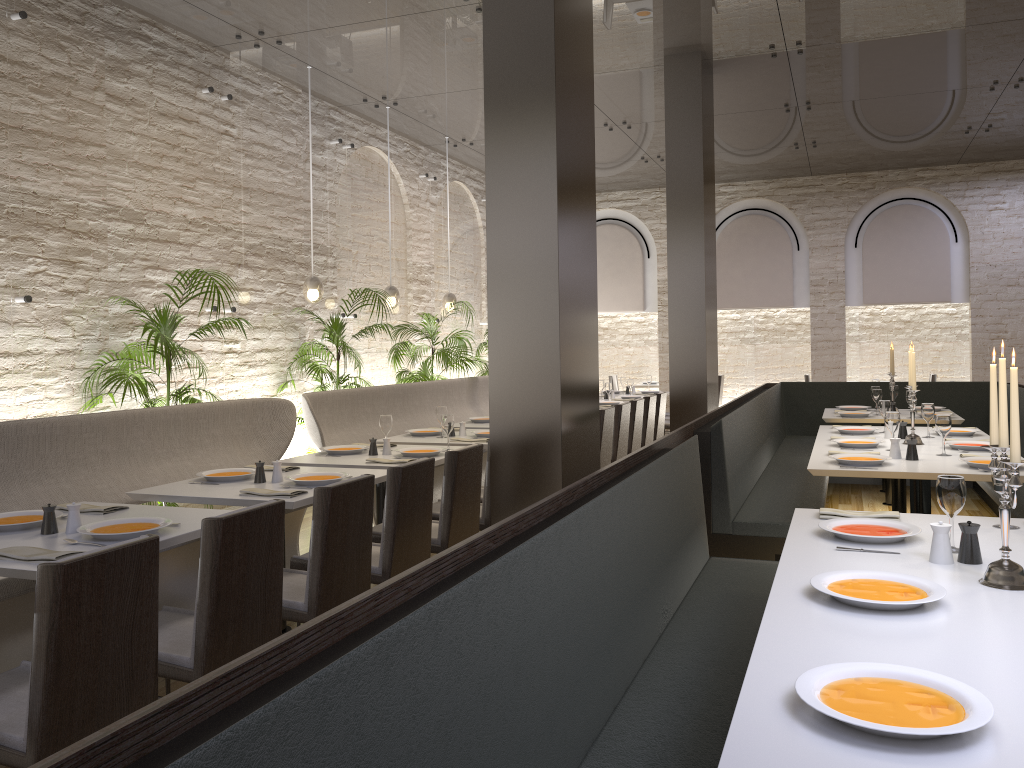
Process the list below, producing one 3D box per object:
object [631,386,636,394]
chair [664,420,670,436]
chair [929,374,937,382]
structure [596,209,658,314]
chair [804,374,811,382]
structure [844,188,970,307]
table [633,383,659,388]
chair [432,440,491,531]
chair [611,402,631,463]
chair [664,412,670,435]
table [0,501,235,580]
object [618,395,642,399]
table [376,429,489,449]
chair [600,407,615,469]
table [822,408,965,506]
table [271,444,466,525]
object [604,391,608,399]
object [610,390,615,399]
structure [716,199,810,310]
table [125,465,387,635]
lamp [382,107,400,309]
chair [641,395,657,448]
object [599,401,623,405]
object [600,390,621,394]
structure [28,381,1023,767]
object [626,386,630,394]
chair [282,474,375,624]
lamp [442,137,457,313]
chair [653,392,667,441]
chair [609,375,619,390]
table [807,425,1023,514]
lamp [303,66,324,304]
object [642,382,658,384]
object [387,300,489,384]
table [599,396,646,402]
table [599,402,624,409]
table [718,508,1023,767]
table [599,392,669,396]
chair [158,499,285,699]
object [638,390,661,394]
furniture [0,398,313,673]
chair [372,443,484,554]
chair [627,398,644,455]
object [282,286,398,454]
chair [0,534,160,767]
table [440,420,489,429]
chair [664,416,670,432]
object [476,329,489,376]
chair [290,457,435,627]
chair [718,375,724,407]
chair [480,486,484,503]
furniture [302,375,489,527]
[{"bbox_3d":[1.636,0.075,11.921,0.059,0.109,0.059,-1,1,-34],"label":"object"},{"bbox_3d":[1.854,0.481,10.788,0.565,0.906,0.412,-1,0,21],"label":"chair"},{"bbox_3d":[6.082,0.304,13.337,0.565,0.906,0.412,-1,0,21],"label":"chair"},{"bbox_3d":[1.550,-1.974,14.277,1.633,1.675,0.098,-1,0,21],"label":"structure"},{"bbox_3d":[4.855,0.305,13.799,0.565,0.906,0.412,-1,0,21],"label":"chair"},{"bbox_3d":[5.650,-1.978,12.736,1.633,1.675,0.098,-1,0,21],"label":"structure"},{"bbox_3d":[2.558,0.380,14.669,0.936,0.760,1.011,0,2,21],"label":"table"},{"bbox_3d":[-0.258,0.751,5.170,0.565,0.906,0.412,-1,0,21],"label":"chair"},{"bbox_3d":[0.754,0.622,7.862,0.565,0.906,0.412,-1,0,21],"label":"chair"},{"bbox_3d":[2.254,0.430,11.853,0.565,0.906,0.412,-1,0,21],"label":"chair"},{"bbox_3d":[-1.641,0.924,3.306,0.936,0.760,1.011,0,2,21],"label":"table"},{"bbox_3d":[1.451,0.164,10.794,0.322,0.036,0.321,-2,3,-32],"label":"object"},{"bbox_3d":[-0.392,0.765,6.627,0.936,0.760,1.011,0,2,21],"label":"table"},{"bbox_3d":[0.546,0.648,7.308,0.565,0.906,0.412,-1,0,21],"label":"chair"},{"bbox_3d":[3.389,0.646,7.962,1.100,0.760,1.189,0,2,21],"label":"table"},{"bbox_3d":[-0.802,0.817,5.538,0.936,0.760,1.011,0,2,21],"label":"table"},{"bbox_3d":[1.153,0.128,10.836,0.059,0.109,0.059,-1,1,-34],"label":"object"},{"bbox_3d":[1.234,0.126,10.854,0.059,0.109,0.059,-1,1,-34],"label":"object"},{"bbox_3d":[3.666,-1.976,13.482,1.633,1.675,0.098,-1,0,21],"label":"structure"},{"bbox_3d":[-1.200,0.868,4.477,0.936,0.760,1.011,0,2,21],"label":"table"},{"bbox_3d":[-1.235,-1.776,8.949,0.178,2.041,0.178,-1,0,6],"label":"lamp"},{"bbox_3d":[1.162,0.569,8.947,0.565,0.906,0.412,-1,0,21],"label":"chair"},{"bbox_3d":[1.063,0.214,9.762,0.322,0.036,0.321,-2,3,-32],"label":"object"},{"bbox_3d":[1.350,0.114,12.053,0.322,0.036,0.321,-2,3,-32],"label":"object"},{"bbox_3d":[1.952,0.711,4.088,2.371,1.000,10.756,0,2,21],"label":"structure"},{"bbox_3d":[1.554,0.077,11.903,0.059,0.109,0.059,-1,1,-34],"label":"object"},{"bbox_3d":[-0.865,0.829,3.554,0.565,0.906,0.412,-1,0,21],"label":"chair"},{"bbox_3d":[-0.737,-1.839,10.274,0.178,2.041,0.178,-1,0,0],"label":"lamp"},{"bbox_3d":[1.358,0.544,9.468,0.565,0.906,0.412,-1,0,21],"label":"chair"},{"bbox_3d":[1.939,0.308,14.896,0.565,0.906,0.412,-1,0,21],"label":"chair"},{"bbox_3d":[2.490,0.761,5.569,1.100,0.760,2.540,0,2,21],"label":"table"},{"bbox_3d":[-1.728,-1.712,7.636,0.177,2.041,0.178,-1,0,42],"label":"lamp"},{"bbox_3d":[2.297,-0.015,14.764,0.321,0.036,0.322,-3,3,-34],"label":"object"},{"bbox_3d":[-0.850,0.046,9.755,1.145,1.974,1.188,-1,1,-29],"label":"object"},{"bbox_3d":[1.210,0.560,10.890,0.936,0.760,1.011,0,2,21],"label":"table"},{"bbox_3d":[0.822,0.610,9.857,0.936,0.760,1.011,0,2,21],"label":"table"},{"bbox_3d":[1.194,0.926,2.119,1.100,0.760,2.540,0,2,21],"label":"table"},{"bbox_3d":[1.611,0.509,11.957,0.936,0.760,1.011,0,2,21],"label":"table"},{"bbox_3d":[-1.082,0.856,2.977,0.565,0.906,0.412,-1,0,21],"label":"chair"},{"bbox_3d":[1.852,0.113,11.862,0.322,0.036,0.321,-2,3,-32],"label":"object"},{"bbox_3d":[-2.178,0.735,4.029,0.708,1.097,4.479,-1,2,21],"label":"furniture"},{"bbox_3d":[-0.457,0.776,4.640,0.565,0.906,0.412,-1,0,21],"label":"chair"},{"bbox_3d":[0.954,0.596,8.395,0.565,0.906,0.412,-1,0,21],"label":"chair"},{"bbox_3d":[-1.556,0.136,7.873,1.189,1.974,1.145,-1,1,-39],"label":"object"},{"bbox_3d":[-1.291,0.883,2.420,0.565,0.906,0.412,-1,0,21],"label":"chair"},{"bbox_3d":[0.016,0.713,7.714,0.936,0.760,1.011,0,2,21],"label":"table"},{"bbox_3d":[2.051,0.456,11.313,0.565,0.906,0.412,-1,0,21],"label":"chair"},{"bbox_3d":[0.031,-0.065,12.056,1.145,1.974,1.188,-1,1,1],"label":"object"},{"bbox_3d":[-0.666,0.803,4.083,0.565,0.906,0.412,-1,0,21],"label":"chair"},{"bbox_3d":[3.166,0.307,14.434,0.565,0.906,0.412,-1,0,21],"label":"chair"},{"bbox_3d":[-0.059,0.726,5.699,0.565,0.906,0.412,-1,0,21],"label":"chair"},{"bbox_3d":[-0.546,0.526,8.372,0.708,1.097,4.479,-1,2,21],"label":"furniture"}]
